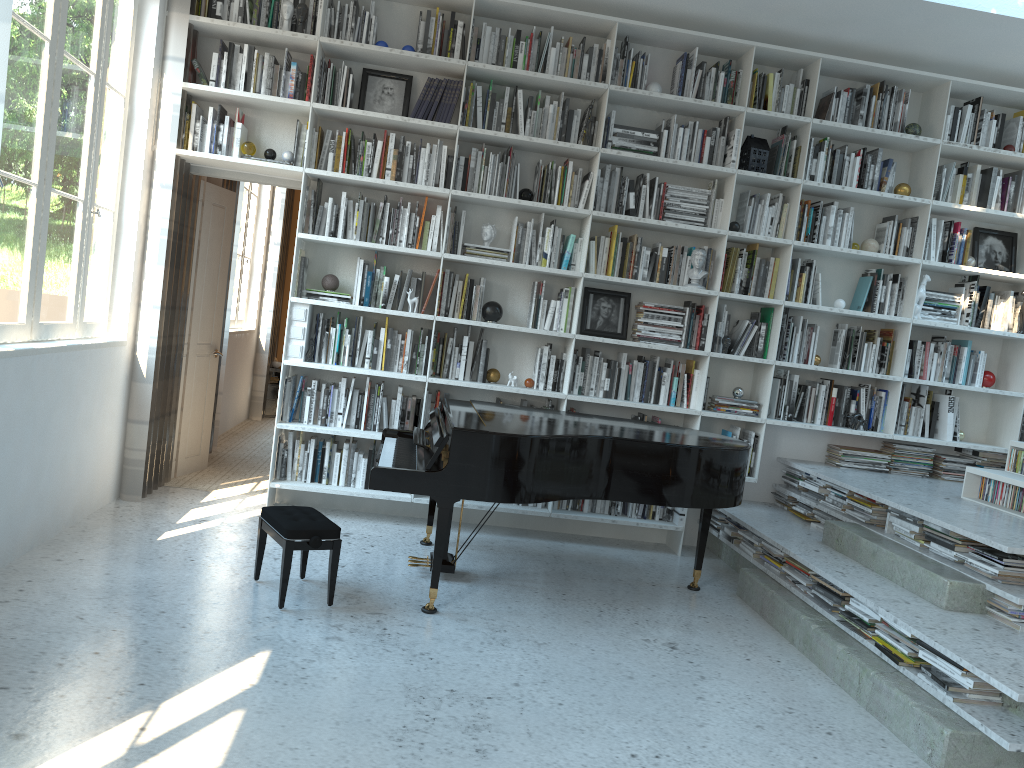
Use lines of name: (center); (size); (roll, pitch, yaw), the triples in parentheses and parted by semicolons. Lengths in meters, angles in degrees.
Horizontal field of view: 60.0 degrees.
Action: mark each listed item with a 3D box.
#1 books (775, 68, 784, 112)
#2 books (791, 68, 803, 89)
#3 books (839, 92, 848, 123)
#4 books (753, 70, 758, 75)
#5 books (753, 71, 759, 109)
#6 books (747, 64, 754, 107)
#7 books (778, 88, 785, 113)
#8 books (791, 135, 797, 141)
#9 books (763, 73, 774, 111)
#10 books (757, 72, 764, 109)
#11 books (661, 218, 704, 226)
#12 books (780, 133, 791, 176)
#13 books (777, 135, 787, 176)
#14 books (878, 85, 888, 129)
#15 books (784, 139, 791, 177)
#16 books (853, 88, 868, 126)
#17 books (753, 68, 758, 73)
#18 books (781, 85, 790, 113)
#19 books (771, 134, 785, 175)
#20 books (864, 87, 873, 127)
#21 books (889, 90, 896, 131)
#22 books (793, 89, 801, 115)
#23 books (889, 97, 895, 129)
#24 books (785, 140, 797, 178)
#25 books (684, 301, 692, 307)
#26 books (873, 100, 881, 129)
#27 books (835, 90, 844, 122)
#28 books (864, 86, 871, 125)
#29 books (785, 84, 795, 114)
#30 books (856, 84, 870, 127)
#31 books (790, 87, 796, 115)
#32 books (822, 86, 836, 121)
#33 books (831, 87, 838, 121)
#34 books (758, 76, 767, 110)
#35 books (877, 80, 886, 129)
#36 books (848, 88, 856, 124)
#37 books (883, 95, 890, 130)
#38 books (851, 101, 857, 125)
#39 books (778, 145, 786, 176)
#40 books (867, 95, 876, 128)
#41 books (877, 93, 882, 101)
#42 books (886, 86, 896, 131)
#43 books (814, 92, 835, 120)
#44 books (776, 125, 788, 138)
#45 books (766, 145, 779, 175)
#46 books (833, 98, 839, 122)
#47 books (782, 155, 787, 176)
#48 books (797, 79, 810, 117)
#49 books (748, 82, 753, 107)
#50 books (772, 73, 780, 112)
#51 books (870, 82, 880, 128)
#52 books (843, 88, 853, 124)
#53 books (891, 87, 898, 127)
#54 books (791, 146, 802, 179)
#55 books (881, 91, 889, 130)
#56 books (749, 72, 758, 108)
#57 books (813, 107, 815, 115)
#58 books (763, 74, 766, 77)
books: (1.627, -1.783, 5.499); (0.010, 0.298, 0.167); (7, 4, -7)
books: (1.761, -1.784, 5.538); (0.012, 0.330, 0.128); (7, 4, -7)
books: (2.037, -1.697, 5.562); (0.028, 0.226, 0.163); (7, 4, -7)
books: (1.464, -1.785, 5.482); (0.006, 0.260, 0.165); (7, 4, -7)
books: (1.491, -1.782, 5.487); (0.034, 0.261, 0.157); (7, 4, -7)
books: (1.438, -1.807, 5.481); (0.007, 0.298, 0.180); (7, 4, -7)
books: (1.636, -1.723, 5.502); (0.022, 0.180, 0.172); (7, 4, -7)
books: (1.736, -1.400, 5.566); (0.005, 0.292, 0.130); (7, 4, -7)
books: (1.564, -1.769, 5.490); (0.054, 0.255, 0.190); (7, 4, -7)
books: (1.511, -1.781, 5.498); (0.008, 0.262, 0.142); (7, 4, -7)
books: (1.048, -0.999, 5.518); (0.254, 0.012, 0.160); (7, 4, -4)
books: (1.671, -1.404, 5.529); (0.021, 0.288, 0.179); (7, 4, -7)
books: (1.647, -1.400, 5.533); (0.022, 0.272, 0.181); (7, 4, -7)
books: (2.283, -1.702, 5.564); (0.015, 0.299, 0.183); (7, 4, -7)
books: (1.690, -1.386, 5.542); (0.005, 0.255, 0.158); (7, 4, -7)
books: (2.150, -1.698, 5.552); (0.028, 0.258, 0.184); (7, 4, -7)
books: (1.471, -1.794, 5.494); (0.007, 0.279, 0.150); (7, 4, -7)
books: (1.660, -1.731, 5.505); (0.024, 0.202, 0.180); (7, 4, -7)
books: (1.632, -1.401, 5.518); (0.021, 0.272, 0.190); (7, 4, -7)
books: (2.212, -1.706, 5.588); (0.007, 0.285, 0.159); (7, 4, -7)
books: (2.367, -1.693, 5.600); (0.019, 0.299, 0.137); (7, 4, -7)
books: (1.736, -1.718, 5.524); (0.022, 0.194, 0.181); (7, 4, -7)
books: (2.350, -1.675, 5.595); (0.014, 0.259, 0.149); (7, 4, -7)
books: (1.713, -1.379, 5.531); (0.013, 0.248, 0.186); (7, 4, -7)
books: (1.091, -0.374, 5.599); (0.011, 0.299, 0.130); (7, 4, -7)
books: (2.245, -1.657, 5.567); (0.018, 0.201, 0.188); (7, 4, -7)
books: (2.008, -1.702, 5.545); (0.013, 0.229, 0.173); (7, 4, -7)
books: (2.195, -1.713, 5.591); (0.017, 0.295, 0.138); (7, 4, -7)
books: (1.688, -1.733, 5.504); (0.031, 0.213, 0.169); (7, 4, -7)
books: (2.175, -1.714, 5.577); (0.024, 0.292, 0.167); (7, 4, -7)
books: (1.713, -1.726, 5.528); (0.025, 0.204, 0.162); (7, 4, -7)
books: (1.967, -1.715, 5.544); (0.009, 0.244, 0.173); (7, 4, -7)
books: (1.975, -1.714, 5.554); (0.011, 0.244, 0.172); (7, 4, -7)
books: (1.522, -1.764, 5.483); (0.015, 0.234, 0.171); (7, 4, -7)
books: (2.272, -1.720, 5.578); (0.007, 0.330, 0.183); (7, 4, -7)
books: (2.093, -1.706, 5.569); (0.021, 0.256, 0.168); (7, 4, -7)
books: (2.323, -1.675, 5.594); (0.024, 0.252, 0.149); (7, 4, -7)
books: (2.112, -1.671, 5.592); (0.031, 0.191, 0.132); (7, 4, -7)
books: (1.654, -1.372, 5.552); (0.024, 0.217, 0.168); (7, 4, -7)
books: (2.223, -1.676, 5.573); (0.018, 0.231, 0.159); (7, 4, -7)
books: (2.260, -1.682, 5.581); (0.008, 0.251, 0.170); (7, 4, -7)
books: (2.343, -1.699, 5.586); (0.008, 0.307, 0.182); (7, 4, -7)
books: (1.938, -1.698, 5.536); (0.046, 0.206, 0.183); (7, 4, -7)
books: (1.657, -1.433, 5.547); (0.025, 0.339, 0.142); (7, 4, -7)
books: (1.617, -1.375, 5.551); (0.019, 0.214, 0.155); (7, 4, -7)
books: (1.993, -1.681, 5.558); (0.009, 0.183, 0.160); (7, 4, -7)
books: (1.677, -1.366, 5.553); (0.013, 0.211, 0.139); (7, 4, -7)
books: (1.779, -1.742, 5.511); (0.029, 0.253, 0.186); (7, 4, -7)
books: (1.442, -1.754, 5.493); (0.015, 0.193, 0.160); (7, 4, -7)
books: (1.604, -1.776, 5.515); (0.030, 0.275, 0.151); (7, 4, -7)
books: (2.239, -1.715, 5.577); (0.006, 0.312, 0.178); (7, 4, -7)
books: (2.067, -1.708, 5.564); (0.030, 0.255, 0.161); (7, 4, -7)
books: (2.380, -1.704, 5.618); (0.008, 0.322, 0.133); (7, 4, -7)
books: (1.742, -1.358, 5.536); (0.008, 0.214, 0.223); (7, 4, -7)
books: (2.308, -1.688, 5.592); (0.008, 0.275, 0.162); (7, 4, -7)
books: (1.458, -1.774, 5.468); (0.007, 0.239, 0.191); (7, 4, -7)
books: (1.845, -1.759, 5.516); (0.019, 0.304, 0.175); (7, 4, -7)
books: (1.531, -1.780, 5.518); (0.007, 0.264, 0.133); (7, 4, -7)
